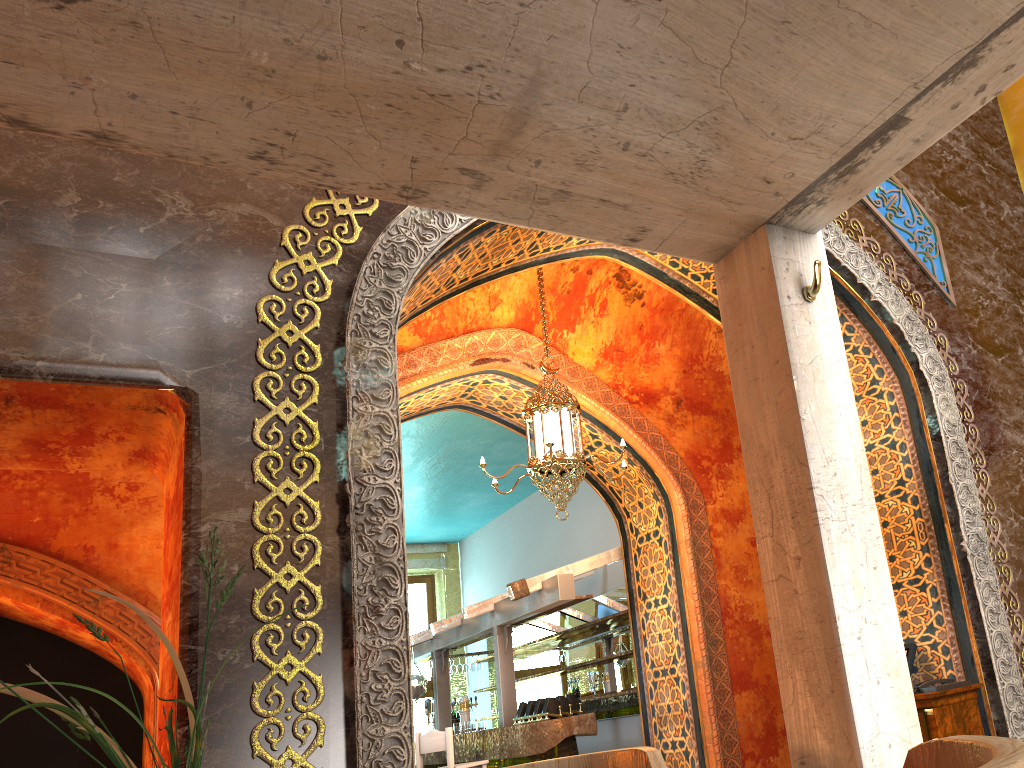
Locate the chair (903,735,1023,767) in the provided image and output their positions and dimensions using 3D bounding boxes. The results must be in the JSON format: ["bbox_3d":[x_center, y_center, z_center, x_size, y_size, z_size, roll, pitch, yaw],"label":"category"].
[{"bbox_3d":[0.289,1.019,0.831,0.659,1.148,0.846,-13,-19,18],"label":"chair"}]

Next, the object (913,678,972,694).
[{"bbox_3d":[2.747,1.944,5.484,0.429,0.084,0.312,-3,-22,-16],"label":"object"}]

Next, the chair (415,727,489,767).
[{"bbox_3d":[-0.576,4.105,8.478,0.461,1.302,0.553,-17,-20,33],"label":"chair"}]

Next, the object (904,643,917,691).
[{"bbox_3d":[2.572,1.986,5.877,0.283,0.309,0.417,8,-25,-38],"label":"object"}]

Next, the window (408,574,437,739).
[{"bbox_3d":[-1.927,4.838,13.885,1.708,3.332,0.081,4,-19,-32],"label":"window"}]

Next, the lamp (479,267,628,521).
[{"bbox_3d":[0.305,-0.036,6.963,1.434,2.305,1.031,3,-20,-29],"label":"lamp"}]

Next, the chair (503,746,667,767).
[{"bbox_3d":[0.045,1.432,1.772,0.740,1.148,0.754,-12,-18,17],"label":"chair"}]

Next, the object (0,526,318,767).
[{"bbox_3d":[-0.602,0.529,1.129,0.700,0.697,0.238,-1,-17,-18],"label":"object"}]

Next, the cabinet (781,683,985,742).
[{"bbox_3d":[2.548,2.658,5.738,0.549,1.024,1.378,2,-22,-27],"label":"cabinet"}]
